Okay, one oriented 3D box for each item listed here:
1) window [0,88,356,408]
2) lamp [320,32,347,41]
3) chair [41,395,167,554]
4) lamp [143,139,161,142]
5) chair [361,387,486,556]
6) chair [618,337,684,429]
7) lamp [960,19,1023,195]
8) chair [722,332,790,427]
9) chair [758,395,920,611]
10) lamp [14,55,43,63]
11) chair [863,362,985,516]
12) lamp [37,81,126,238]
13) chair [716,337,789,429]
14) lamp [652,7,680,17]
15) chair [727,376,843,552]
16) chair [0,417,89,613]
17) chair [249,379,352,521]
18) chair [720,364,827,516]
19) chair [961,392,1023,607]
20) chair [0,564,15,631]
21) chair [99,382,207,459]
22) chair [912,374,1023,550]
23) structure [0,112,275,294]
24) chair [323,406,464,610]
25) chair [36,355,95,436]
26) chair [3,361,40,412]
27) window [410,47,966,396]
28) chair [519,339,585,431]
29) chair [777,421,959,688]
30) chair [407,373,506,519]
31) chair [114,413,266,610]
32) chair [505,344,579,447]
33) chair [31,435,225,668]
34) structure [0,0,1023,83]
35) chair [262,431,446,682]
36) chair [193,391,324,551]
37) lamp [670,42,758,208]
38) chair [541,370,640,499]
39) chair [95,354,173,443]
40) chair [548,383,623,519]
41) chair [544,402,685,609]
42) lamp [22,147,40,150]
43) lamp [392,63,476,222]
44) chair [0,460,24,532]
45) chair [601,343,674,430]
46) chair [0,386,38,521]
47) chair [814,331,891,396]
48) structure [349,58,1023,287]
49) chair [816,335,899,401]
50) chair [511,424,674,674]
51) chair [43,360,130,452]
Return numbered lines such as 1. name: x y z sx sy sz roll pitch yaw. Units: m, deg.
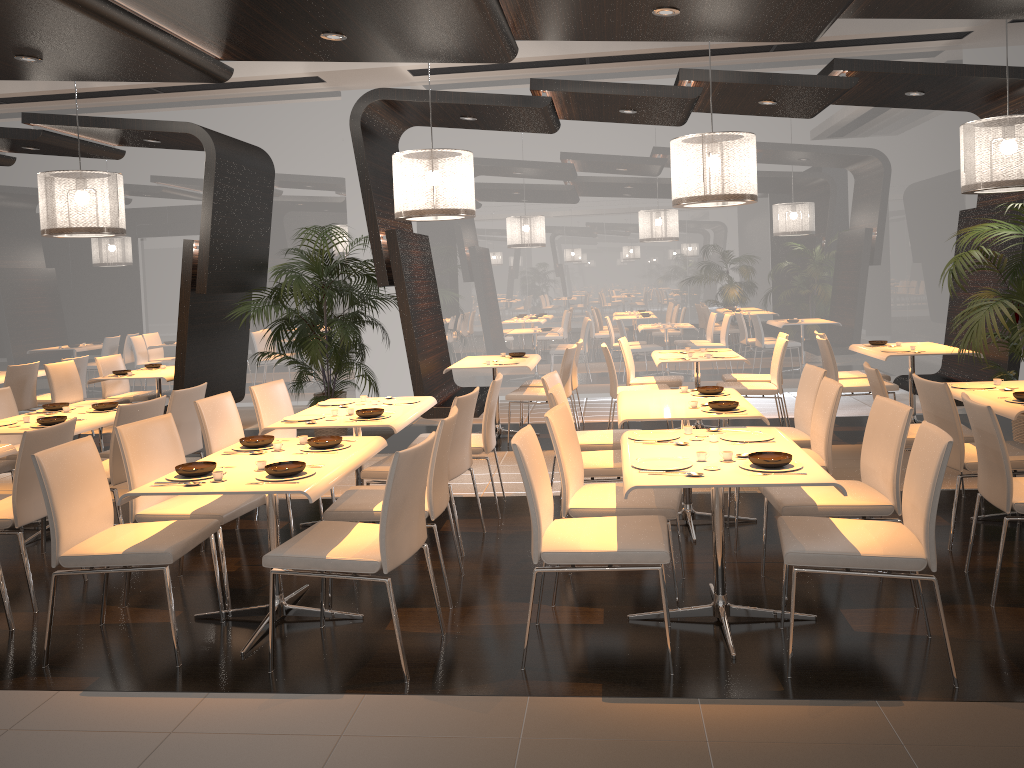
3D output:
1. window: -5.141 -1.632 11.166 6.576 3.967 0.070 -2 2 6
2. lamp: -1.090 -2.137 5.397 0.160 0.050 0.161 -2 6 1
3. chair: -2.429 0.529 5.322 0.605 0.866 0.486 -1 4 14
4. lamp: -3.529 -2.399 8.667 0.161 0.055 0.162 -2 6 1
5. chair: -0.493 0.480 5.082 0.605 0.871 0.486 -1 4 14
6. chair: 1.353 -0.018 8.587 0.605 0.866 0.486 -1 4 14
7. lamp: 3.563 -2.365 6.363 0.626 1.924 0.629 0 4 38
8. chair: 2.330 -0.039 8.444 0.605 0.871 0.486 -2 3 9
9. chair: 1.486 0.522 4.054 0.605 0.871 0.486 -2 3 4
10. lamp: -3.075 -2.081 5.621 0.160 0.050 0.161 -2 6 1
11. chair: 2.503 0.314 5.436 0.605 0.871 0.486 -1 4 14
12. lamp: -3.522 -2.167 7.162 0.628 1.924 0.628 -3 3 -21
13. chair: 2.136 0.041 7.827 0.605 0.866 0.486 -2 3 9
14. lamp: 0.901 -2.192 5.173 0.161 0.050 0.162 -1 7 12
15. chair: 1.496 0.422 4.861 0.605 0.866 0.486 -2 3 9
16. chair: -2.549 0.641 4.452 0.605 0.871 0.486 -2 3 4
17. chair: -1.364 0.420 5.868 0.605 0.866 0.486 -1 4 14
18. chair: 1.643 0.335 5.541 0.605 0.866 0.486 -2 3 4
19. chair: 2.373 0.495 3.951 0.605 0.866 0.486 -1 4 14
20. chair: -2.588 0.718 3.825 0.605 0.871 0.486 -2 3 9
21. chair: -2.390 0.453 5.949 0.605 0.866 0.486 -2 3 9
22. chair: 2.534 0.393 4.767 0.605 0.871 0.486 -2 3 4
23. structure: -5.487 -1.674 8.911 5.930 1.722 1.409 -2 4 6
24. chair: -0.551 0.578 4.284 0.605 0.871 0.486 -2 3 4
25. chair: -4.782 0.159 9.246 0.605 0.871 0.486 -2 3 9
26. chair: -4.976 0.241 8.629 0.605 0.871 0.486 -2 3 9
27. window: 2.008 -1.832 10.359 6.576 3.967 0.070 -2 2 6
28. chair: 0.405 0.017 8.642 0.605 0.871 0.486 -2 3 9
29. chair: 1.340 0.609 3.375 0.605 0.871 0.486 -1 4 14
30. chair: -0.346 0.391 5.761 0.605 0.866 0.486 -2 3 4
31. chair: -1.564 0.607 4.379 0.605 0.866 0.486 -1 4 14
32. chair: 0.291 0.094 8.016 0.605 0.866 0.486 -1 4 14
33. chair: -1.637 0.681 3.783 0.605 0.866 0.486 -2 3 4
34. structure: -1.089 -1.352 4.655 10.656 1.730 2.918 -2 6 6
35. chair: -0.621 0.661 3.596 0.605 0.866 0.486 -1 4 14
36. chair: -1.509 0.498 5.269 0.605 0.866 0.486 -2 3 9
37. lamp: 1.481 -2.307 6.598 0.626 1.924 0.629 0 3 34
38. chair: 0.519 0.365 5.675 0.605 0.866 0.486 -1 4 14
39. chair: -3.914 0.132 9.157 0.605 0.866 0.486 -2 3 9
40. chair: 0.527 0.450 4.986 0.605 0.871 0.486 -2 3 9
41. chair: 0.484 0.550 4.165 0.605 0.871 0.486 -1 4 14
42. lamp: -4.796 -2.364 8.810 0.161 0.055 0.162 -2 6 1
43. lamp: -0.635 -2.248 6.836 0.626 1.924 0.629 0 3 34
44. chair: -3.471 0.558 5.446 0.605 0.866 0.486 -2 3 4
45. chair: 1.117 0.073 7.927 0.605 0.871 0.486 -2 3 4
46. chair: -3.406 0.473 6.135 0.605 0.866 0.486 -1 4 14
47. chair: 3.198 -0.067 8.355 0.605 0.866 0.486 -2 3 9
48. structure: 1.625 -1.873 8.109 5.930 1.722 1.409 -2 4 6
49. chair: 3.004 0.017 7.739 0.605 0.871 0.486 -2 3 9
50. chair: 0.324 0.629 3.561 0.605 0.871 0.486 -2 3 9
51. chair: -4.108 0.213 8.541 0.605 0.866 0.486 -2 3 9
